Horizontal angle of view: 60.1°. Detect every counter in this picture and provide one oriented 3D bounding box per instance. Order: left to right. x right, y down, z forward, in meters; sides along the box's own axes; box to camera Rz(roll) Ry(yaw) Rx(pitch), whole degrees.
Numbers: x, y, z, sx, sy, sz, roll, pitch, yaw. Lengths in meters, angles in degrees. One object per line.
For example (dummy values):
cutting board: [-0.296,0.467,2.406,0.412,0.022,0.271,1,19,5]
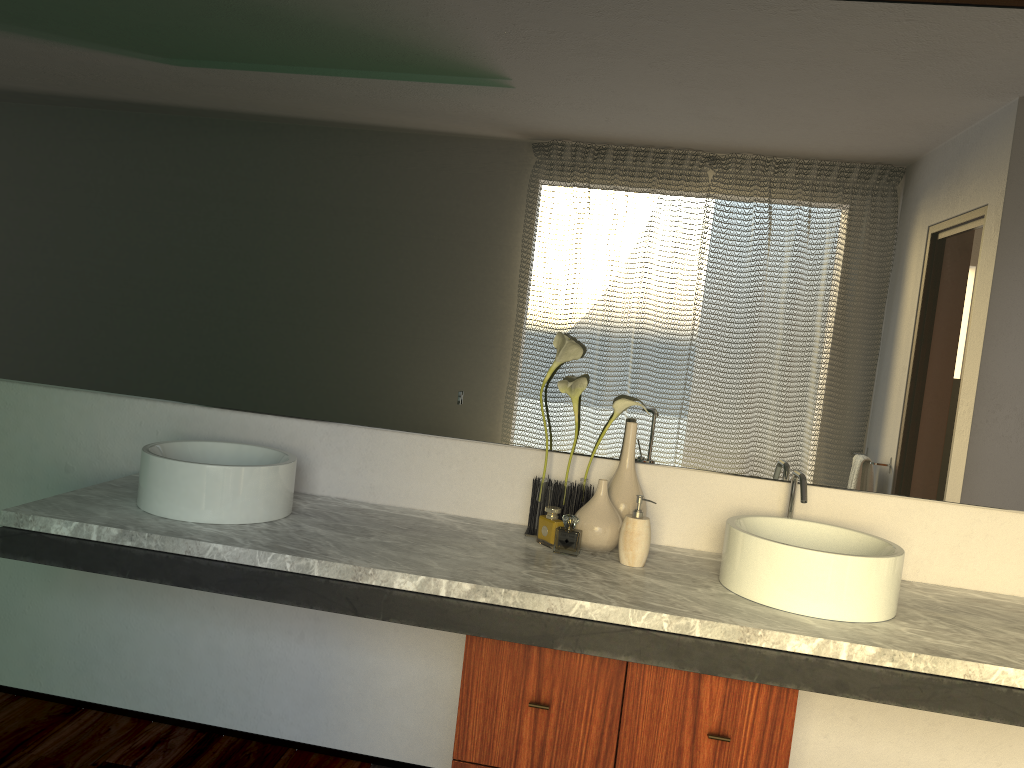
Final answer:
counter: [0.065,0.436,1.979,2.276,0.101,0.582,7,3,9]

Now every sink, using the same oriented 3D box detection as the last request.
sink: [-0.699,0.228,2.111,0.360,0.131,0.354,7,3,10]
sink: [0.635,0.386,1.896,0.353,0.131,0.361,5,3,-15]

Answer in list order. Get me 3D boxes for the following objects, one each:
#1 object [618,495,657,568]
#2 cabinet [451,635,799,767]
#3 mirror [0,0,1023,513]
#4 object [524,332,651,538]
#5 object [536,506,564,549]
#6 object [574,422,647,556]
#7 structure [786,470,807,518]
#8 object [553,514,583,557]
object: [0.279,0.328,1.991,0.070,0.158,0.071,6,4,-9]
cabinet: [0.228,0.801,2.006,0.664,0.600,0.508,7,4,8]
mirror: [-0.263,-0.450,2.283,4.110,1.153,0.017,7,4,9]
object: [0.180,0.135,2.146,0.241,0.504,0.190,6,4,-14]
object: [0.092,0.336,2.084,0.038,0.092,0.067,4,4,-32]
object: [0.242,0.245,2.109,0.123,0.305,0.234,9,4,34]
structure: [0.632,0.321,2.059,0.067,0.242,0.163,7,4,10]
object: [0.129,0.342,2.018,0.058,0.090,0.038,8,4,18]
